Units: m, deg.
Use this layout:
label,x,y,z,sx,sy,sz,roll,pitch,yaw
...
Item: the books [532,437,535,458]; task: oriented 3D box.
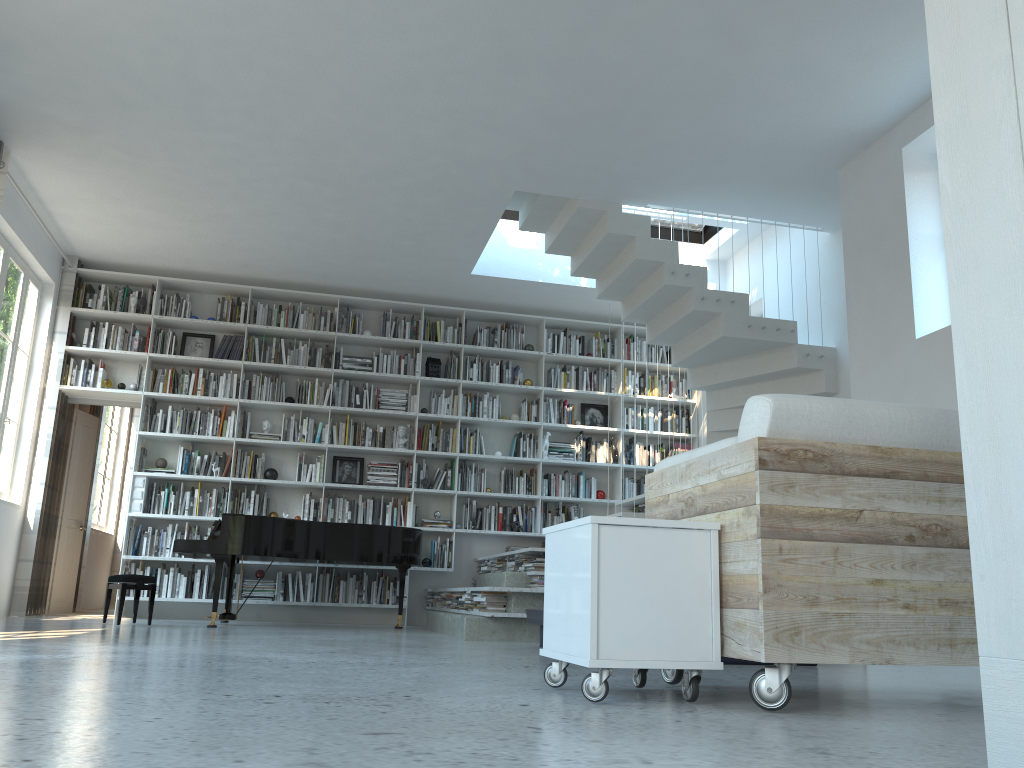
label,x,y,z,sx,sy,sz,roll,pitch,yaw
books,0.202,0.670,9.044,0.013,0.244,0.159,5,-14,-12

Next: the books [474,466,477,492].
label,x,y,z,sx,sy,sz,roll,pitch,yaw
books,-0.372,0.965,8.830,0.012,0.266,0.183,5,-14,-12

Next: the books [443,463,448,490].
label,x,y,z,sx,sy,sz,roll,pitch,yaw
books,-0.658,0.934,8.781,0.013,0.285,0.139,5,-13,-12

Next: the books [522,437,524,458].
label,x,y,z,sx,sy,sz,roll,pitch,yaw
books,0.094,0.669,9.025,0.007,0.229,0.147,5,-14,-12

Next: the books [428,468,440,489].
label,x,y,z,sx,sy,sz,roll,pitch,yaw
books,-0.779,0.949,8.725,0.095,0.227,0.190,5,-14,-12

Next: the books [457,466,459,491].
label,x,y,z,sx,sy,sz,roll,pitch,yaw
books,-0.543,0.950,8.793,0.010,0.266,0.158,5,-14,-12

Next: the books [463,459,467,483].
label,x,y,z,sx,sy,sz,roll,pitch,yaw
books,-0.477,0.924,8.836,0.007,0.341,0.150,5,-13,-12

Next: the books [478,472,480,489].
label,x,y,z,sx,sy,sz,roll,pitch,yaw
books,-0.338,0.993,8.849,0.008,0.222,0.134,5,-14,-12

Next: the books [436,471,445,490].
label,x,y,z,sx,sy,sz,roll,pitch,yaw
books,-0.724,0.967,8.764,0.090,0.214,0.139,5,-14,-12

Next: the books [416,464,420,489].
label,x,y,z,sx,sy,sz,roll,pitch,yaw
books,-0.930,0.926,8.717,0.028,0.252,0.143,5,-14,-12

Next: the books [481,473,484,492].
label,x,y,z,sx,sy,sz,roll,pitch,yaw
books,-0.310,1.000,8.840,0.014,0.207,0.181,5,-14,-12

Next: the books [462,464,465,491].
label,x,y,z,sx,sy,sz,roll,pitch,yaw
books,-0.493,0.948,8.809,0.006,0.280,0.155,5,-14,-12

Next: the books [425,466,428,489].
label,x,y,z,sx,sy,sz,roll,pitch,yaw
books,-0.849,0.937,8.739,0.035,0.248,0.141,5,-14,-12

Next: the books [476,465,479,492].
label,x,y,z,sx,sy,sz,roll,pitch,yaw
books,-0.356,0.961,8.851,0.006,0.284,0.160,5,-14,-12

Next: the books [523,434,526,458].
label,x,y,z,sx,sy,sz,roll,pitch,yaw
books,0.110,0.651,9.017,0.018,0.262,0.165,5,-14,-12

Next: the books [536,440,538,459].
label,x,y,z,sx,sy,sz,roll,pitch,yaw
books,0.231,0.688,9.045,0.023,0.211,0.164,5,-14,-12

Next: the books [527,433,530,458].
label,x,y,z,sx,sy,sz,roll,pitch,yaw
books,0.156,0.651,9.038,0.032,0.274,0.155,5,-14,-12

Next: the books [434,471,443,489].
label,x,y,z,sx,sy,sz,roll,pitch,yaw
books,-0.741,0.965,8.752,0.090,0.211,0.143,5,-14,-12

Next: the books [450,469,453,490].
label,x,y,z,sx,sy,sz,roll,pitch,yaw
books,-0.612,0.964,8.775,0.021,0.226,0.148,5,-14,-12

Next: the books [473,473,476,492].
label,x,y,z,sx,sy,sz,roll,pitch,yaw
books,-0.388,0.997,8.831,0.013,0.202,0.167,5,-14,-12

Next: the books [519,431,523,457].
label,x,y,z,sx,sy,sz,roll,pitch,yaw
books,0.086,0.636,9.029,0.013,0.294,0.154,5,-14,-12

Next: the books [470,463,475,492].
label,x,y,z,sx,sy,sz,roll,pitch,yaw
books,-0.402,0.946,8.822,0.014,0.296,0.175,5,-14,-12

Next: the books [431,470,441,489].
label,x,y,z,sx,sy,sz,roll,pitch,yaw
books,-0.764,0.960,8.731,0.089,0.209,0.176,5,-14,-12

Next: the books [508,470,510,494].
label,x,y,z,sx,sy,sz,roll,pitch,yaw
books,-0.047,0.999,8.911,0.008,0.258,0.159,5,-14,-12

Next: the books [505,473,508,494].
label,x,y,z,sx,sy,sz,roll,pitch,yaw
books,-0.071,1.014,8.887,0.016,0.215,0.178,5,-14,-12

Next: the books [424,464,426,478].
label,x,y,z,sx,sy,sz,roll,pitch,yaw
books,-0.872,0.926,8.736,0.012,0.265,0.157,5,-14,-12

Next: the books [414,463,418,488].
label,x,y,z,sx,sy,sz,roll,pitch,yaw
books,-0.956,0.920,8.716,0.024,0.263,0.154,5,-14,-12

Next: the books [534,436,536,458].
label,x,y,z,sx,sy,sz,roll,pitch,yaw
books,0.218,0.663,9.031,0.011,0.252,0.169,5,-14,-12

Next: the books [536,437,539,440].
label,x,y,z,sx,sy,sz,roll,pitch,yaw
books,0.249,0.671,9.043,0.010,0.245,0.159,5,-14,-12

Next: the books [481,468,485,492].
label,x,y,z,sx,sy,sz,roll,pitch,yaw
books,-0.296,0.976,8.854,0.014,0.260,0.142,5,-14,-12

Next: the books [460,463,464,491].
label,x,y,z,sx,sy,sz,roll,pitch,yaw
books,-0.505,0.941,8.809,0.018,0.294,0.178,5,-14,-12

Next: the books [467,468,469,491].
label,x,y,z,sx,sy,sz,roll,pitch,yaw
books,-0.452,0.967,8.809,0.013,0.248,0.165,5,-14,-12

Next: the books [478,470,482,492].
label,x,y,z,sx,sy,sz,roll,pitch,yaw
books,-0.324,0.985,8.844,0.015,0.237,0.177,5,-14,-12

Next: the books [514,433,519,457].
label,x,y,z,sx,sy,sz,roll,pitch,yaw
books,0.045,0.646,9.007,0.021,0.263,0.174,5,-14,-12

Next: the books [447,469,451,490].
label,x,y,z,sx,sy,sz,roll,pitch,yaw
books,-0.634,0.961,8.758,0.029,0.222,0.171,5,-14,-12

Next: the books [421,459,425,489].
label,x,y,z,sx,sy,sz,roll,pitch,yaw
books,-0.881,0.903,8.729,0.013,0.306,0.141,5,-13,-12

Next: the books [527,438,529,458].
label,x,y,z,sx,sy,sz,roll,pitch,yaw
books,0.140,0.671,9.013,0.012,0.224,0.178,5,-14,-12

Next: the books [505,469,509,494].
label,x,y,z,sx,sy,sz,roll,pitch,yaw
books,-0.058,0.996,8.909,0.015,0.261,0.150,5,-14,-12

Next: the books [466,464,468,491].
label,x,y,z,sx,sy,sz,roll,pitch,yaw
books,-0.460,0.948,8.809,0.005,0.283,0.159,5,-14,-12

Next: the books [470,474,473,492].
label,x,y,z,sx,sy,sz,roll,pitch,yaw
books,-0.417,0.999,8.808,0.013,0.186,0.184,5,-14,-12

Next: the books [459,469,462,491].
label,x,y,z,sx,sy,sz,roll,pitch,yaw
books,-0.523,0.970,8.813,0.011,0.238,0.136,5,-14,-12

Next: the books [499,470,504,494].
label,x,y,z,sx,sy,sz,roll,pitch,yaw
books,-0.106,0.998,8.899,0.019,0.251,0.130,5,-14,-12

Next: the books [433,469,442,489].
label,x,y,z,sx,sy,sz,roll,pitch,yaw
books,-0.752,0.958,8.756,0.095,0.225,0.144,5,-14,-12

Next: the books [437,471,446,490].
label,x,y,z,sx,sy,sz,roll,pitch,yaw
books,-0.709,0.971,8.756,0.091,0.204,0.169,5,-14,-12

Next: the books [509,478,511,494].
label,x,y,z,sx,sy,sz,roll,pitch,yaw
books,-0.033,1.029,8.928,0.031,0.208,0.122,5,-14,-12

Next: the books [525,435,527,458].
label,x,y,z,sx,sy,sz,roll,pitch,yaw
books,0.126,0.654,9.021,0.015,0.259,0.152,5,-14,-12

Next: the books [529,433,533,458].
label,x,y,z,sx,sy,sz,roll,pitch,yaw
books,0.183,0.649,9.021,0.012,0.273,0.184,5,-14,-12

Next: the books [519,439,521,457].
label,x,y,z,sx,sy,sz,roll,pitch,yaw
books,0.066,0.673,9.000,0.006,0.209,0.188,5,-14,-12

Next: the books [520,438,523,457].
label,x,y,z,sx,sy,sz,roll,pitch,yaw
books,0.076,0.669,9.003,0.013,0.218,0.187,5,-14,-12

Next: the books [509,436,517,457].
label,x,y,z,sx,sy,sz,roll,pitch,yaw
books,0.007,0.657,9.003,0.056,0.240,0.154,5,-14,-12

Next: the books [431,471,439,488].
label,x,y,z,sx,sy,sz,roll,pitch,yaw
books,-0.775,0.957,8.744,0.088,0.219,0.139,5,-14,-12

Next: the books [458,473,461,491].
label,x,y,z,sx,sy,sz,roll,pitch,yaw
books,-0.535,0.992,8.796,0.015,0.188,0.168,5,-14,-12

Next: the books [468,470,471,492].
label,x,y,z,sx,sy,sz,roll,pitch,yaw
books,-0.439,0.976,8.800,0.011,0.226,0.188,5,-14,-12

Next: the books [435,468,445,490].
label,x,y,z,sx,sy,sz,roll,pitch,yaw
books,-0.725,0.952,8.757,0.094,0.238,0.150,5,-14,-12

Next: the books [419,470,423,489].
label,x,y,z,sx,sy,sz,roll,pitch,yaw
books,-0.899,0.954,8.697,0.027,0.191,0.183,5,-14,-12

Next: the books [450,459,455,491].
label,x,y,z,sx,sy,sz,roll,pitch,yaw
books,-0.593,0.918,8.787,0.014,0.324,0.183,5,-14,-12

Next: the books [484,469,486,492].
label,x,y,z,sx,sy,sz,roll,pitch,yaw
books,-0.284,0.982,8.857,0.013,0.250,0.173,5,-14,-12

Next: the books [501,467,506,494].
label,x,y,z,sx,sy,sz,roll,pitch,yaw
books,-0.091,0.983,8.919,0.016,0.289,0.132,5,-13,-12
